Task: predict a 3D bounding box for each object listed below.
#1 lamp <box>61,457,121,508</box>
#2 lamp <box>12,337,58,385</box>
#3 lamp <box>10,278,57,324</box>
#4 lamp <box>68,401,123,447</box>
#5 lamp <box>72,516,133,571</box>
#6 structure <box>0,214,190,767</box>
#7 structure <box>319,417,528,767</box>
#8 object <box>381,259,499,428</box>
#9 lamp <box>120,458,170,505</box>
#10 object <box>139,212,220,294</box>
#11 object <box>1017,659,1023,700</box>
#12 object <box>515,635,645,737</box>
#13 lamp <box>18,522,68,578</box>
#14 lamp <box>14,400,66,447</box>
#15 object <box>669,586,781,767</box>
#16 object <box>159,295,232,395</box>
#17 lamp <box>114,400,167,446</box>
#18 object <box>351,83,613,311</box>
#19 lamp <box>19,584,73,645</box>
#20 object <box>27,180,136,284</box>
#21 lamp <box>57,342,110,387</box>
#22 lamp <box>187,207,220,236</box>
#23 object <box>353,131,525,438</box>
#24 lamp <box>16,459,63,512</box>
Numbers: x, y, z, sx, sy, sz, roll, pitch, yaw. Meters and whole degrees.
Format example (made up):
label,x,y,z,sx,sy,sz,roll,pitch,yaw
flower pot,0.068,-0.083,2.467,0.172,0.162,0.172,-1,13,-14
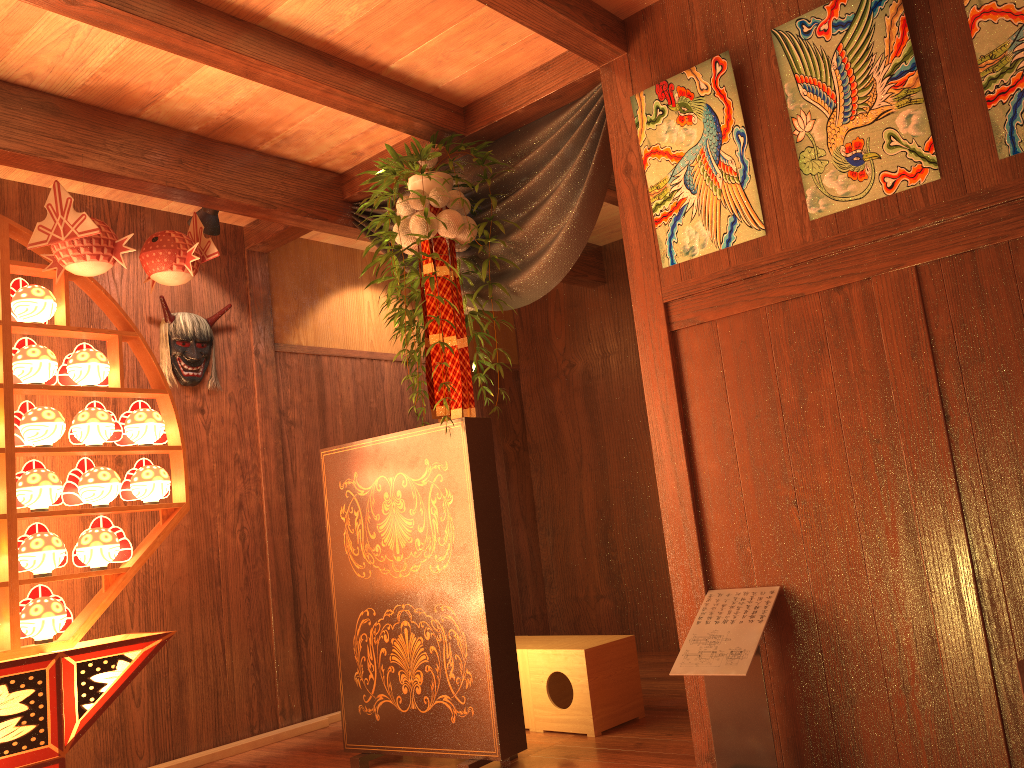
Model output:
label,x,y,z,sx,sy,sz,roll,pitch,yaw
lamp,-1.498,0.354,3.225,0.153,0.200,0.205,-11,-10,25
lamp,-1.686,-0.087,3.130,0.152,0.200,0.207,-14,-11,39
lamp,-1.707,-0.302,3.169,0.153,0.200,0.205,-11,-10,25
lamp,-1.538,0.142,3.244,0.185,0.191,0.153,-4,-9,-20
lamp,-1.489,0.570,3.174,0.204,0.200,0.154,-4,-9,-16
structure,-1.946,0.412,2.684,0.474,2.192,2.028,-14,-11,39
structure,-0.366,0.812,3.404,0.775,1.248,0.280,-13,-11,34
object,-0.382,-0.218,4.431,0.527,1.259,0.764,-11,-10,25
lamp,-1.375,0.366,3.366,0.189,0.192,0.152,1,-12,-40
object,-1.295,-0.526,3.353,0.355,0.317,0.235,-13,-11,34
object,1.340,0.831,2.059,0.232,0.358,0.237,-8,-9,10
object,-0.023,1.330,3.975,1.248,0.330,0.337,-16,-13,43
lamp,-1.610,0.565,3.031,0.192,0.193,0.152,1,-12,-40
lamp,-1.646,0.137,3.115,0.154,0.187,0.193,-10,-9,20
object,0.653,0.901,2.586,0.242,0.559,0.310,-14,-11,39
object,-1.499,-0.164,4.170,0.133,0.453,0.376,-14,-11,39
lamp,-1.408,0.145,3.392,0.207,0.200,0.152,-1,-11,-35
object,-0.135,-0.651,3.622,1.452,0.750,0.098,-14,-12,39
lamp,-1.590,0.778,2.998,0.201,0.197,0.152,-1,-11,-35
object,-1.504,-0.527,3.106,0.358,0.314,0.245,-10,-9,16
lamp,-1.566,-0.077,3.270,0.195,0.195,0.152,-1,-11,-35
lamp,-1.336,-0.728,3.842,0.140,0.176,0.169,-2,-10,-30
object,-0.269,-0.395,3.430,0.691,1.259,0.586,-11,-10,28
lamp,-1.637,0.348,3.062,0.196,0.195,0.152,1,-12,-40
